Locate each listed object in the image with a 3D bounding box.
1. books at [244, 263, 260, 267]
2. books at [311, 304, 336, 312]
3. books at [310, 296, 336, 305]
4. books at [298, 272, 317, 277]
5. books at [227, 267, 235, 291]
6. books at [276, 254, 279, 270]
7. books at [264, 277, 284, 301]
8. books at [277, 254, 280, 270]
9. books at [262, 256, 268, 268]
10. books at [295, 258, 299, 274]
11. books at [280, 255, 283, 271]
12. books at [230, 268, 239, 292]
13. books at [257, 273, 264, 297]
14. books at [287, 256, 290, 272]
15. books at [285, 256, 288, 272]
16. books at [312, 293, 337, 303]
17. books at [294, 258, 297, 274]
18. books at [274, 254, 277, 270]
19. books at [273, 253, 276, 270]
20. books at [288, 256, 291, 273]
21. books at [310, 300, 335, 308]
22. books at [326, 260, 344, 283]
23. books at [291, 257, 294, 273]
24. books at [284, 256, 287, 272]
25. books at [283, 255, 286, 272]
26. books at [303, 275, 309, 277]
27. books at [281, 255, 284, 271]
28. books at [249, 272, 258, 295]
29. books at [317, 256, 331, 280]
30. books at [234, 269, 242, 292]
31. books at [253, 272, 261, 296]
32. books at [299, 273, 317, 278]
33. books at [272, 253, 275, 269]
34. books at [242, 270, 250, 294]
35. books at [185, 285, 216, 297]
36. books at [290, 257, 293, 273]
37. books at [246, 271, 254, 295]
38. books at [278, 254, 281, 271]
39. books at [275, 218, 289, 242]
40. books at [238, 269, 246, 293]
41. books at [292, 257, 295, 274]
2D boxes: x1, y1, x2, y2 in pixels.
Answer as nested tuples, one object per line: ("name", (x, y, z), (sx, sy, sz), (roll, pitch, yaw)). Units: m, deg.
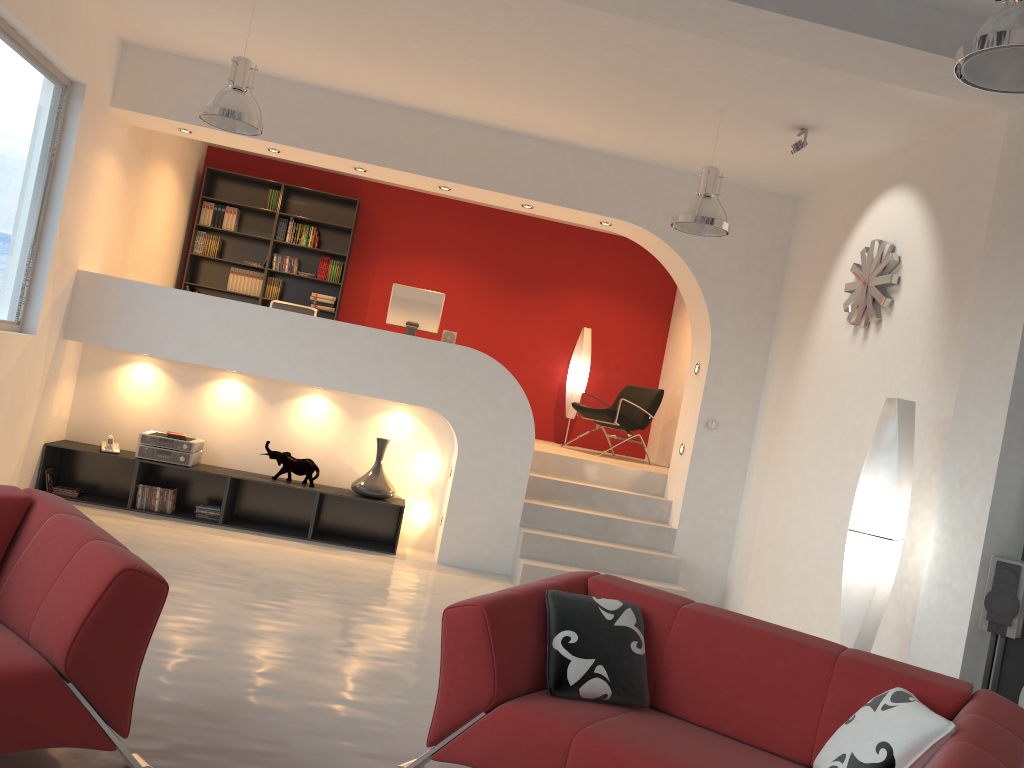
("books", (-2.828, -1.284, 9.686), (0.190, 0.015, 0.135), (11, -1, -7))
("books", (-2.071, -0.828, 9.752), (0.260, 0.040, 0.200), (11, -1, -6))
("books", (-2.077, -0.911, 9.746), (0.260, 0.040, 0.200), (11, -1, -8))
("books", (-2.251, -1.203, 9.759), (0.190, 0.015, 0.135), (11, -1, -2))
("books", (-3.041, -1.129, 9.640), (0.040, 0.260, 0.200), (11, -1, -7))
("books", (-2.565, -1.322, 9.719), (0.031, 0.190, 0.135), (11, -1, -7))
("books", (-2.606, -1.034, 9.707), (0.146, 0.240, 0.170), (11, -1, -7))
("books", (-2.550, -1.320, 9.721), (0.031, 0.190, 0.135), (11, -1, -7))
("books", (-2.683, -1.344, 9.704), (0.063, 0.187, 0.135), (11, -1, -7))
("books", (-2.360, -1.283, 9.745), (0.031, 0.190, 0.135), (11, -1, -7))
("books", (-2.521, -1.314, 9.724), (0.031, 0.190, 0.135), (11, -1, -7))
("books", (-3.002, -1.122, 9.645), (0.040, 0.260, 0.200), (11, -1, -7))
("books", (-2.725, -1.068, 9.680), (0.040, 0.260, 0.200), (11, -1, -7))
("books", (-2.448, -1.300, 9.734), (0.031, 0.190, 0.135), (11, -1, -7))
("books", (-2.463, -1.302, 9.732), (0.031, 0.190, 0.135), (11, -1, -7))
("books", (-2.059, -0.949, 9.739), (0.260, 0.040, 0.200), (11, -1, -7))
("books", (-2.375, -1.285, 9.743), (0.031, 0.190, 0.135), (11, -1, -7))
("books", (-2.580, -1.325, 9.717), (0.031, 0.190, 0.135), (11, -1, -7))
("books", (-2.594, -1.328, 9.715), (0.031, 0.190, 0.135), (11, -1, -7))
("books", (-2.433, -1.297, 9.735), (0.031, 0.190, 0.135), (11, -1, -7))
("books", (-2.080, -0.871, 9.747), (0.260, 0.040, 0.200), (11, -1, -7))
("books", (-1.957, -1.229, 9.787), (0.146, 0.240, 0.170), (11, -1, -7))
("books", (-2.404, -1.291, 9.739), (0.031, 0.190, 0.135), (11, -1, -7))
("books", (-2.477, -1.305, 9.730), (0.031, 0.190, 0.135), (11, -1, -7))
("books", (-2.492, -1.308, 9.728), (0.031, 0.190, 0.135), (11, -1, -7))
("books", (-2.253, -1.172, 9.759), (0.190, 0.015, 0.135), (11, -1, -12))
("books", (-2.506, -1.311, 9.726), (0.031, 0.190, 0.135), (11, -1, -7))
("books", (-2.804, -1.083, 9.670), (0.040, 0.260, 0.200), (11, -1, -7))
("books", (-2.072, -1.260, 9.773), (0.090, 0.256, 0.181), (11, -1, -7))
("books", (-2.963, -1.114, 9.650), (0.040, 0.260, 0.200), (11, -1, -7))
("books", (-2.765, -1.075, 9.675), (0.040, 0.260, 0.200), (11, -1, -7))
("books", (-2.244, -1.186, 9.760), (0.190, 0.015, 0.135), (11, -1, -7))
("books", (-2.609, -1.331, 9.713), (0.031, 0.190, 0.135), (11, -1, -7))
("books", (-2.884, -1.099, 9.660), (0.040, 0.260, 0.200), (11, -1, -7))
("books", (-3.359, -0.882, 9.590), (0.341, 0.286, 0.231), (11, -1, -7))
("books", (-2.419, -1.294, 9.737), (0.031, 0.190, 0.135), (11, -1, -7))
("books", (-2.844, -1.091, 9.665), (0.040, 0.260, 0.200), (11, -1, -7))
("books", (-2.536, -1.317, 9.722), (0.031, 0.190, 0.135), (11, -1, -7))
("books", (-2.512, -1.668, 9.715), (0.090, 0.256, 0.181), (11, -1, -7))
("books", (-2.923, -1.106, 9.655), (0.040, 0.260, 0.200), (11, -1, -7))
("books", (-2.390, -1.288, 9.741), (0.031, 0.190, 0.135), (11, -1, -7))
